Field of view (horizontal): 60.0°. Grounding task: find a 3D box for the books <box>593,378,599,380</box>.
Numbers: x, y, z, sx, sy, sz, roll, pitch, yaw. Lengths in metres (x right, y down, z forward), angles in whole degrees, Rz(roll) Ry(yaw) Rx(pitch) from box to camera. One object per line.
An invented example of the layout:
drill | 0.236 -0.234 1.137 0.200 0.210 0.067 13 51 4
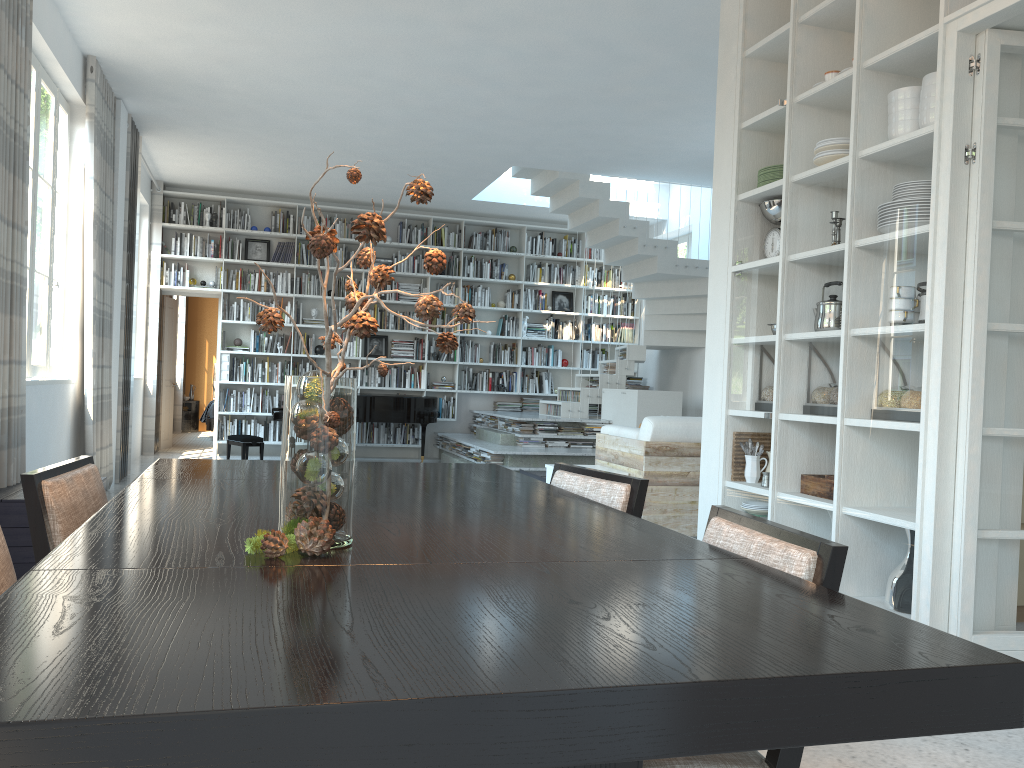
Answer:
books | 1.121 -0.059 10.950 0.177 0.014 0.194 2 0 -21

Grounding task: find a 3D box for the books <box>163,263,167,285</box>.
books | -4.167 -1.308 10.658 0.023 0.281 0.170 2 1 -16

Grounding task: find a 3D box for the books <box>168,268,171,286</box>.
books | -4.125 -1.275 10.671 0.010 0.220 0.181 2 0 -16

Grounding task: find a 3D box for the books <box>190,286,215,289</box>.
books | -3.766 -1.168 10.786 0.285 0.012 0.159 2 0 -19

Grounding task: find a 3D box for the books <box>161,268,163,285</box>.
books | -4.199 -1.279 10.650 0.013 0.222 0.162 2 0 -16

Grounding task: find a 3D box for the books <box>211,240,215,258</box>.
books | -3.643 -1.627 10.793 0.029 0.229 0.191 2 0 -16

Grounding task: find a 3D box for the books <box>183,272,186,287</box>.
books | -3.965 -1.254 10.742 0.029 0.191 0.134 2 0 -16

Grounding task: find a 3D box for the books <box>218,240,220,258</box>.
books | -3.578 -1.627 10.841 0.014 0.236 0.143 2 1 -16

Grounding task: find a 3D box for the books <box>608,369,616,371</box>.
books | 1.262 -0.167 10.657 0.214 0.014 0.138 2 0 11

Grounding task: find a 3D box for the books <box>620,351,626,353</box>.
books | 1.444 -0.391 10.926 0.174 0.009 0.240 2 0 -7

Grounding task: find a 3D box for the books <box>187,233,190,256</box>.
books | -3.905 -1.666 10.712 0.021 0.286 0.179 2 0 -16

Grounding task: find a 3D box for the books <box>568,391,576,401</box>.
books | 0.749 0.153 10.813 0.125 0.125 0.010 2 1 -16

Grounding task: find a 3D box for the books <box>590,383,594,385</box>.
books | 1.073 0.003 11.170 0.145 0.015 0.166 2 0 -21

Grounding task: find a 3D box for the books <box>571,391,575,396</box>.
books | 0.775 0.154 10.722 0.125 0.125 0.009 2 1 -16

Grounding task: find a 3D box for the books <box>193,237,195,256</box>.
books | -3.845 -1.645 10.741 0.012 0.249 0.192 2 0 -16

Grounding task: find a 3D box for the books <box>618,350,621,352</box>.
books | 1.449 -0.410 11.223 0.190 0.015 0.230 2 0 -2

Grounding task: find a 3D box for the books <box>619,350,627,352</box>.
books | 1.436 -0.402 10.925 0.191 0.013 0.243 2 0 -5

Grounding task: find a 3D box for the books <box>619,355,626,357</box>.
books | 1.430 -0.339 10.926 0.191 0.014 0.243 2 0 -3

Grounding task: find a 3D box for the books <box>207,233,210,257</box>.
books | -3.693 -1.666 10.784 0.012 0.303 0.189 2 1 -16

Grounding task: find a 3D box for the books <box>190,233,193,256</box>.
books | -3.882 -1.668 10.739 0.037 0.292 0.155 2 1 -16

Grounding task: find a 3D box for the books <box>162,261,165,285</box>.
books | -4.190 -1.319 10.675 0.013 0.303 0.135 2 1 -16

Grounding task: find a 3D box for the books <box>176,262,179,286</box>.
books | -4.027 -1.310 10.685 0.013 0.297 0.187 2 0 -16

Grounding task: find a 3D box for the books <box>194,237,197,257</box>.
books | -3.829 -1.642 10.746 0.021 0.244 0.173 2 0 -16

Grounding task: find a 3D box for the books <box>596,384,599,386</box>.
books | 1.108 0.019 10.663 0.171 0.019 0.240 2 0 9

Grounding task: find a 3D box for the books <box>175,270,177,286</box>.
books | -4.045 -1.265 10.699 0.011 0.206 0.163 2 0 -16

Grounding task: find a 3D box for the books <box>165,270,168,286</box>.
books | -4.147 -1.265 10.674 0.029 0.197 0.160 2 0 -16

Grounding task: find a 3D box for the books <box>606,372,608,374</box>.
books | 1.259 -0.132 10.950 0.184 0.016 0.128 2 0 -9

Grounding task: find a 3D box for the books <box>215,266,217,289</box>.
books | -3.610 -1.286 10.823 0.012 0.285 0.159 2 1 -16

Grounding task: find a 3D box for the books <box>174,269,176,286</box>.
books | -4.067 -1.270 10.714 0.023 0.214 0.140 2 0 -16

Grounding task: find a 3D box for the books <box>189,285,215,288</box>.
books | -3.766 -1.180 10.789 0.285 0.012 0.159 2 0 -14

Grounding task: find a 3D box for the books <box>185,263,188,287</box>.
books | -3.937 -1.307 10.728 0.013 0.299 0.179 2 1 -16

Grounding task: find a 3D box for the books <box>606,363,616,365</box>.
books | 1.268 -0.239 10.667 0.233 0.025 0.157 2 0 21

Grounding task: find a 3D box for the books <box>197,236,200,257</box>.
books | -3.795 -1.649 10.754 0.025 0.261 0.167 2 0 -16

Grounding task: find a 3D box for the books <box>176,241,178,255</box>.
books | -4.041 -1.625 10.710 0.024 0.192 0.138 2 0 -16

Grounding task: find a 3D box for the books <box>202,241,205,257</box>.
books | -3.746 -1.622 10.787 0.028 0.212 0.138 2 0 -16

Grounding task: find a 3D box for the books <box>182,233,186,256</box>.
books | -3.968 -1.670 10.721 0.028 0.288 0.132 2 1 -16

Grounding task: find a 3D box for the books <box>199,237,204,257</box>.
books | -3.769 -1.643 10.761 0.030 0.251 0.165 2 0 -16

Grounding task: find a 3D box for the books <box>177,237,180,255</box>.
books | -4.011 -1.642 10.691 0.023 0.228 0.171 2 0 -16

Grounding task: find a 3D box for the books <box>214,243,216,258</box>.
books | -3.624 -1.609 10.829 0.029 0.196 0.146 2 0 -16

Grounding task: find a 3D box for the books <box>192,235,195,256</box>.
books | -3.856 -1.655 10.738 0.013 0.269 0.162 2 1 -16

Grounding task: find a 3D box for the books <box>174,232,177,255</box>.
books | -4.052 -1.677 10.693 0.011 0.296 0.162 2 1 -16

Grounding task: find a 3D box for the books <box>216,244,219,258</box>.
books | -3.594 -1.604 10.823 0.026 0.188 0.154 2 0 -16

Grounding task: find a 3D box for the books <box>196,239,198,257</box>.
books | -3.822 -1.635 10.779 0.011 0.231 0.135 2 1 -16

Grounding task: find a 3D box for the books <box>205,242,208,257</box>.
books | -3.722 -1.614 10.803 0.029 0.197 0.144 2 0 -16

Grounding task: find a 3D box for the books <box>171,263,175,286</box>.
books | -4.083 -1.304 10.691 0.022 0.281 0.156 2 1 -16

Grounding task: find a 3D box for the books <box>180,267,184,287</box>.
books | -3.977 -1.277 10.695 0.021 0.237 0.188 2 0 -16

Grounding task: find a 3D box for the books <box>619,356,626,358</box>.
books | 1.430 -0.325 10.926 0.182 0.013 0.287 2 0 -2

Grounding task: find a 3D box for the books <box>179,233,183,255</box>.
books | -3.987 -1.668 10.693 0.023 0.282 0.186 2 0 -16

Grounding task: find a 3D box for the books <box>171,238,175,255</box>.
books | -4.076 -1.639 10.685 0.034 0.218 0.166 2 0 -16

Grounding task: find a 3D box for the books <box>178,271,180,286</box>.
books | -4.015 -1.257 10.704 0.024 0.193 0.181 2 0 -16

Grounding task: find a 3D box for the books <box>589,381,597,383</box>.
books | 1.074 -0.025 11.169 0.140 0.022 0.181 2 0 -23

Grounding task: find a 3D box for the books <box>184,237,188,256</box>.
books | -3.944 -1.644 10.728 0.024 0.239 0.155 2 0 -16

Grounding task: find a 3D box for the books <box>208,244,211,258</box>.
books | -3.679 -1.605 10.806 0.031 0.182 0.151 2 0 -16

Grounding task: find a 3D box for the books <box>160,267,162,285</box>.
books | -4.211 -1.283 10.645 0.013 0.228 0.179 2 0 -16

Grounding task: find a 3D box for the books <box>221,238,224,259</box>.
books | -3.540 -1.642 10.855 0.037 0.268 0.113 2 1 -16

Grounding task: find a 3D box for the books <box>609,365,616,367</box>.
books | 1.269 -0.214 10.674 0.184 0.016 0.179 2 0 12

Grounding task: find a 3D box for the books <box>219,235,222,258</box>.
books | -3.560 -1.656 10.833 0.014 0.294 0.172 2 1 -16

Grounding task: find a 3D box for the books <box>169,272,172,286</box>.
books | -4.114 -1.257 10.701 0.029 0.185 0.134 2 0 -16

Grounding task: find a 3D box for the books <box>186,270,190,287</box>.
books | -3.915 -1.262 10.721 0.029 0.211 0.187 2 0 -16

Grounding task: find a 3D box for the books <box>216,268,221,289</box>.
books | -3.589 -1.277 10.851 0.044 0.269 0.133 2 1 -16
